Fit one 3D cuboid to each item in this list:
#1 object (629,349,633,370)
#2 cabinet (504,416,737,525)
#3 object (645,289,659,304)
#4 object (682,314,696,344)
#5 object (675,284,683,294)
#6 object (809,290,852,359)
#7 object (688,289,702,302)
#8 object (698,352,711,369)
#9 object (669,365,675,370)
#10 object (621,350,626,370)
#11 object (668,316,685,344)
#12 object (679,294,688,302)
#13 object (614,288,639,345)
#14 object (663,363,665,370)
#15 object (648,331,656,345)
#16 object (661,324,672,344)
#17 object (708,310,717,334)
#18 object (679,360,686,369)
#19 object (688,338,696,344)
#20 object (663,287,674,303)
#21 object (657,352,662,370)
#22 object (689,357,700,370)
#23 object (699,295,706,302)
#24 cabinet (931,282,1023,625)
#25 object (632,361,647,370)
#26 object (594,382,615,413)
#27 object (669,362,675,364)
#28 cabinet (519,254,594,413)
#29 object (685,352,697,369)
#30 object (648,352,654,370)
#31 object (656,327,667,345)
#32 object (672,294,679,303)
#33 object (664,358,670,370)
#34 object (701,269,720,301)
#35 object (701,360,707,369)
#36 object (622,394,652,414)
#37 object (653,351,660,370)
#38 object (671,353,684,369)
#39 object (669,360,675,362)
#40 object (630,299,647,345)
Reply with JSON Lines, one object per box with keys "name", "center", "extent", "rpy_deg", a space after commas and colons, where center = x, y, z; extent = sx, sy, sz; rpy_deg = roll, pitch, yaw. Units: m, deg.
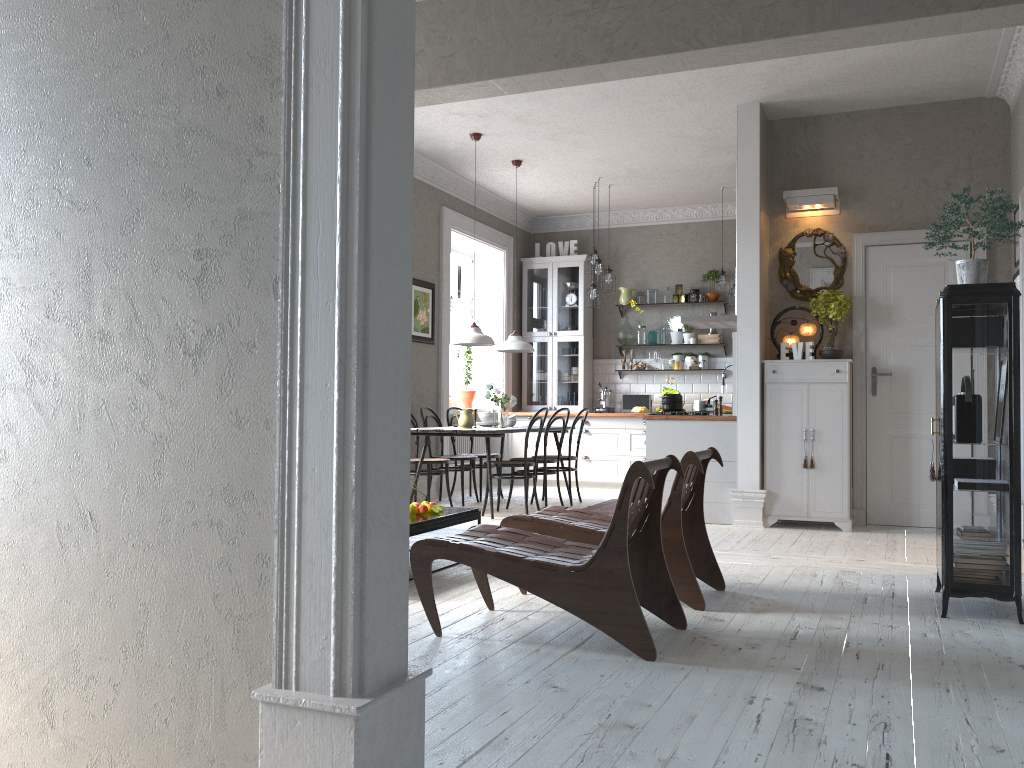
{"name": "object", "center": [1.444, -0.293, 10.683], "extent": [0.062, 0.264, 0.052], "rpy_deg": [1, -2, -31]}
{"name": "cabinet", "center": [1.485, 0.737, 9.051], "extent": [2.017, 0.854, 4.134], "rpy_deg": [1, -2, -21]}
{"name": "object", "center": [1.674, -1.036, 10.597], "extent": [0.175, 0.184, 0.169], "rpy_deg": [1, -2, -28]}
{"name": "object", "center": [2.077, -0.653, 10.419], "extent": [0.186, 0.380, 0.167], "rpy_deg": [1, -2, -16]}
{"name": "object", "center": [1.971, -1.115, 10.458], "extent": [0.082, 0.113, 0.083], "rpy_deg": [0, -2, 3]}
{"name": "object", "center": [2.487, -0.459, 6.870], "extent": [0.347, 0.553, 0.291], "rpy_deg": [2, -2, -33]}
{"name": "object", "center": [2.156, -1.032, 10.445], "extent": [0.140, 0.174, 0.144], "rpy_deg": [0, -2, 23]}
{"name": "object", "center": [2.264, -0.270, 10.411], "extent": [0.156, 0.213, 0.155], "rpy_deg": [0, -2, 20]}
{"name": "object", "center": [1.879, -0.195, 10.407], "extent": [0.076, 0.051, 0.078], "rpy_deg": [0, -2, 16]}
{"name": "object", "center": [1.354, -0.292, 10.736], "extent": [0.053, 0.264, 0.061], "rpy_deg": [1, -2, -6]}
{"name": "object", "center": [1.976, -0.639, 10.516], "extent": [0.240, 0.354, 0.239], "rpy_deg": [-1, -2, 41]}
{"name": "object", "center": [2.023, -1.003, 10.443], "extent": [0.081, 0.113, 0.084], "rpy_deg": [-1, -2, 33]}
{"name": "object", "center": [1.365, -0.802, 10.658], "extent": [0.336, 0.674, 0.335], "rpy_deg": [1, -2, -9]}
{"name": "object", "center": [1.837, -0.207, 10.554], "extent": [0.076, 0.083, 0.079], "rpy_deg": [-1, -2, 40]}
{"name": "object", "center": [1.692, -0.546, 10.627], "extent": [0.124, 0.172, 0.128], "rpy_deg": [0, -2, 26]}
{"name": "object", "center": [1.851, -0.590, 10.631], "extent": [0.129, 0.264, 0.134], "rpy_deg": [0, -2, 28]}
{"name": "object", "center": [2.344, -0.716, 10.340], "extent": [0.130, 0.287, 0.131], "rpy_deg": [0, -2, 8]}
{"name": "object", "center": [2.007, -0.222, 10.417], "extent": [0.077, 0.108, 0.078], "rpy_deg": [0, -2, 16]}
{"name": "object", "center": [2.110, -0.502, 10.331], "extent": [0.064, 0.071, 0.104], "rpy_deg": [2, -2, -37]}
{"name": "object", "center": [1.876, -1.052, 10.619], "extent": [0.142, 0.220, 0.138], "rpy_deg": [1, -2, -18]}
{"name": "object", "center": [1.746, -0.273, 10.573], "extent": [0.081, 0.217, 0.082], "rpy_deg": [0, -2, 9]}
{"name": "object", "center": [2.141, -0.240, 10.354], "extent": [0.119, 0.147, 0.100], "rpy_deg": [1, -2, -10]}
{"name": "object", "center": [2.217, -0.997, 10.312], "extent": [0.092, 0.096, 0.076], "rpy_deg": [0, -2, 23]}
{"name": "cabinet", "center": [2.149, 0.302, 4.123], "extent": [0.343, 1.471, 0.627], "rpy_deg": [0, -2, 23]}
{"name": "object", "center": [1.527, -0.219, 10.620], "extent": [0.177, 0.111, 0.096], "rpy_deg": [0, -2, 0]}
{"name": "object", "center": [1.088, 0.164, 10.546], "extent": [0.203, 0.370, 0.358], "rpy_deg": [0, -2, 23]}
{"name": "object", "center": [1.879, -0.229, 10.408], "extent": [0.075, 0.051, 0.079], "rpy_deg": [-1, -2, 41]}
{"name": "cabinet", "center": [0.564, -0.581, 10.899], "extent": [0.866, 1.921, 0.393], "rpy_deg": [0, -2, 22]}
{"name": "object", "center": [2.109, -0.271, 10.464], "extent": [0.150, 0.214, 0.170], "rpy_deg": [2, -2, -37]}
{"name": "object", "center": [1.669, -0.273, 10.609], "extent": [0.081, 0.217, 0.082], "rpy_deg": [0, -2, 9]}
{"name": "object", "center": [1.768, -0.566, 10.499], "extent": [0.127, 0.206, 0.122], "rpy_deg": [2, -2, -45]}
{"name": "object", "center": [1.944, -1.003, 10.479], "extent": [0.081, 0.113, 0.084], "rpy_deg": [0, -2, 23]}
{"name": "object", "center": [1.834, -0.237, 10.474], "extent": [0.079, 0.139, 0.078], "rpy_deg": [1, -2, -5]}
{"name": "object", "center": [2.351, -1.146, 10.319], "extent": [0.246, 0.397, 0.255], "rpy_deg": [2, -2, -43]}
{"name": "object", "center": [2.234, -0.224, 10.297], "extent": [0.077, 0.108, 0.078], "rpy_deg": [0, -2, 16]}
{"name": "object", "center": [1.478, 0.237, 10.482], "extent": [0.346, 0.226, 0.089], "rpy_deg": [0, -2, 22]}
{"name": "object", "center": [1.712, -0.276, 10.488], "extent": [0.081, 0.217, 0.082], "rpy_deg": [0, -2, 9]}
{"name": "object", "center": [1.963, -0.275, 10.514], "extent": [0.156, 0.217, 0.156], "rpy_deg": [0, -2, 3]}
{"name": "object", "center": [1.879, -0.255, 10.409], "extent": [0.077, 0.051, 0.077], "rpy_deg": [0, -2, 9]}
{"name": "object", "center": [1.506, -0.735, 10.551], "extent": [0.189, 0.540, 0.283], "rpy_deg": [0, -2, 15]}
